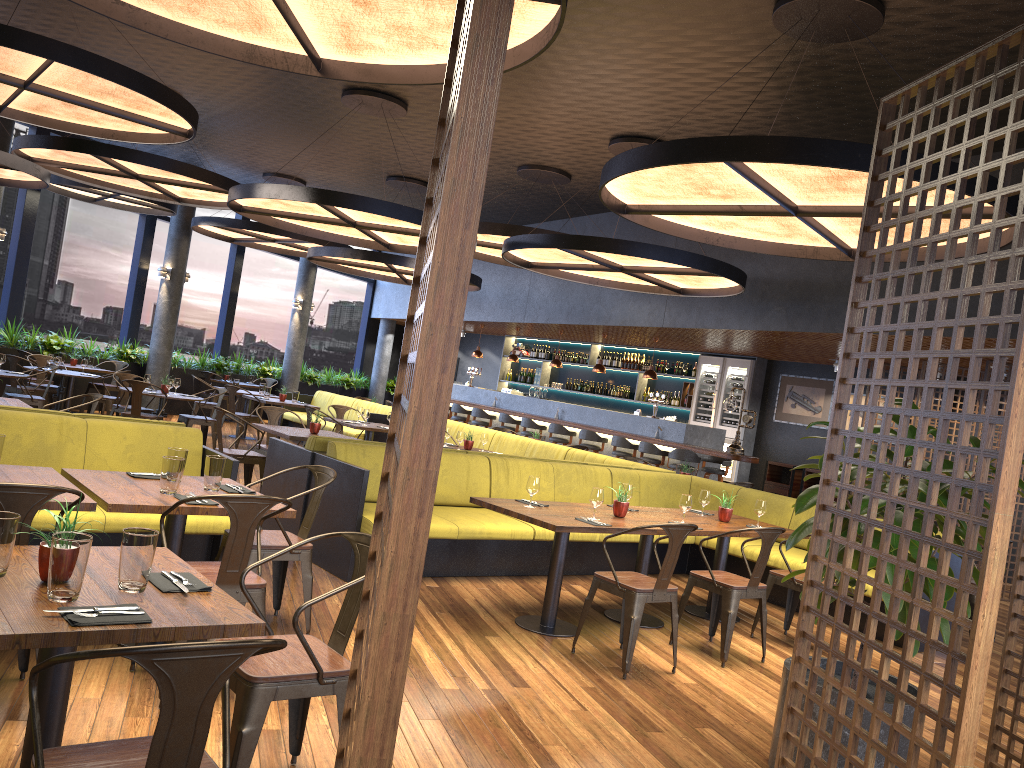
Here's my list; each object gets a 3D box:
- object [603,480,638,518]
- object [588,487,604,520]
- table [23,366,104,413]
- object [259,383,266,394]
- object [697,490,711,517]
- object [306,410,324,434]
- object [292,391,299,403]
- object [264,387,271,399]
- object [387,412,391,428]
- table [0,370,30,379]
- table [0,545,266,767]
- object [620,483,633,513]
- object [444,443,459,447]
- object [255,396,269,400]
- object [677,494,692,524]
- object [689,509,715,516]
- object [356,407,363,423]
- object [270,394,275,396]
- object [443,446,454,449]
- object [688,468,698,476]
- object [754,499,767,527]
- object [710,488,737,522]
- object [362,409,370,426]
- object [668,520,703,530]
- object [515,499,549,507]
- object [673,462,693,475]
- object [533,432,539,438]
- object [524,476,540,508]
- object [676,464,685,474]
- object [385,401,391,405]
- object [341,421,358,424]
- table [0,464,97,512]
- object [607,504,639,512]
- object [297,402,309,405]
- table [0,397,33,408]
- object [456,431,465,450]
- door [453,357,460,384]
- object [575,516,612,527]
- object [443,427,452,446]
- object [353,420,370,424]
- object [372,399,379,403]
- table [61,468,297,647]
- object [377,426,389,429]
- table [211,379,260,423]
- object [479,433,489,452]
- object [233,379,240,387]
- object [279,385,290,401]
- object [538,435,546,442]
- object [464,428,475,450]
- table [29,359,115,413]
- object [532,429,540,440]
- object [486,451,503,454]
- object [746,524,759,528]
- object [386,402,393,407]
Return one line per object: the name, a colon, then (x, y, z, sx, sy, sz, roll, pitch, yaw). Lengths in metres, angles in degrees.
object: (0.773, 0.792, 6.195, 0.238, 0.271, 0.260, 9, 0, -17)
object: (0.554, 0.791, 5.863, 0.097, 0.206, 0.097, 9, 0, 7)
table: (-6.274, 0.206, 12.303, 1.007, 0.760, 1.007, 9, 0, 45)
object: (-4.148, 0.077, 14.722, 0.102, 0.178, 0.102, 9, 0, 27)
object: (1.536, 0.953, 7.093, 0.097, 0.206, 0.097, 9, 0, 7)
object: (-1.972, 0.361, 8.893, 0.260, 0.271, 0.238, 9, 0, -3)
object: (-3.350, 0.202, 13.713, 0.102, 0.178, 0.102, 9, 0, 17)
object: (-3.762, 0.136, 13.634, 0.102, 0.178, 0.102, 9, 0, -33)
object: (-1.572, 0.468, 11.457, 0.097, 0.206, 0.097, 9, 0, 43)
table: (-6.224, 0.208, 10.306, 1.007, 0.760, 1.007, 9, 0, 19)
table: (-1.386, 0.959, 2.608, 0.887, 0.763, 0.906, 9, 0, -39)
object: (0.836, 0.839, 6.526, 0.097, 0.206, 0.097, 9, 0, 7)
object: (-0.703, 0.699, 10.233, 0.157, 0.019, 0.255, 9, 0, -32)
object: (-3.804, 0.209, 13.462, 0.157, 0.019, 0.255, 9, 0, -39)
object: (1.254, 0.905, 6.431, 0.097, 0.206, 0.097, 9, 0, 7)
object: (1.553, 1.051, 7.264, 0.157, 0.019, 0.255, 9, 0, -38)
object: (-1.991, 0.402, 11.551, 0.097, 0.206, 0.097, 9, 0, 43)
object: (-4.070, 0.171, 14.860, 0.157, 0.019, 0.255, 9, 0, -39)
object: (-0.752, 0.690, 9.761, 0.255, 0.019, 0.157, 9, 0, -36)
object: (2.074, 1.060, 10.199, 0.102, 0.178, 0.102, 9, 0, 37)
object: (1.955, 1.020, 6.999, 0.097, 0.206, 0.097, 9, 0, 7)
object: (1.678, 0.939, 6.929, 0.238, 0.271, 0.260, 9, 0, -17)
object: (-1.852, 0.423, 11.239, 0.097, 0.206, 0.097, 9, 0, -38)
object: (1.208, 0.993, 6.260, 0.157, 0.019, 0.255, 9, 0, -38)
object: (0.153, 0.823, 6.129, 0.157, 0.019, 0.255, 9, 0, -38)
object: (2.017, 1.004, 10.331, 0.260, 0.271, 0.238, 9, 0, -37)
object: (0.339, 0.790, 12.688, 0.102, 0.178, 0.102, 9, 0, -3)
object: (0.135, 0.725, 5.958, 0.097, 0.206, 0.097, 9, 0, 7)
object: (1.998, 1.049, 10.567, 0.102, 0.178, 0.102, 9, 0, 37)
object: (-2.216, 0.390, 15.815, 0.102, 0.178, 0.102, 9, 0, -3)
object: (-2.036, 0.489, 11.271, 0.255, 0.019, 0.157, 9, 0, -38)
table: (-2.469, 0.790, 3.894, 0.887, 0.763, 0.906, 9, 0, -39)
object: (0.853, 0.937, 6.696, 0.157, 0.019, 0.255, 9, 0, -38)
object: (-3.272, 0.295, 13.852, 0.157, 0.019, 0.255, 9, 0, -39)
table: (-4.381, 0.493, 7.017, 0.887, 0.763, 0.906, 9, 0, -39)
object: (-0.570, 0.624, 9.722, 0.097, 0.206, 0.097, 9, 0, 0)
door: (-1.786, 0.304, 22.748, 0.137, 2.056, 1.012, 9, 0, -39)
object: (0.508, 0.879, 5.692, 0.157, 0.019, 0.255, 9, 0, -38)
object: (-0.739, 0.598, 10.067, 0.097, 0.206, 0.097, 9, 0, -14)
object: (-1.974, 0.500, 11.722, 0.157, 0.019, 0.255, 9, 0, -38)
object: (-2.403, 0.312, 15.400, 0.238, 0.271, 0.260, 9, 0, -33)
table: (-1.751, 0.907, 4.477, 0.887, 0.763, 0.906, 9, 0, -39)
object: (-1.619, 0.556, 11.285, 0.157, 0.019, 0.255, 9, 0, -38)
table: (-5.457, 0.354, 17.501, 0.887, 0.763, 0.906, 9, 0, 26)
object: (-0.320, 0.665, 10.121, 0.097, 0.206, 0.097, 9, 0, 3)
object: (-4.560, 0.011, 14.642, 0.102, 0.178, 0.102, 9, 0, 27)
object: (-3.507, 0.130, 13.650, 0.238, 0.271, 0.260, 9, 0, 0)
object: (0.407, 0.799, 12.307, 0.102, 0.178, 0.102, 9, 0, 37)
object: (-0.470, 0.604, 9.930, 0.238, 0.271, 0.260, 9, 0, -17)
table: (-7.079, 0.084, 14.169, 0.887, 0.763, 0.906, 9, 0, 26)
object: (0.345, 0.743, 12.464, 0.238, 0.271, 0.260, 9, 0, -17)
object: (-0.209, 0.777, 10.002, 0.255, 0.019, 0.157, 9, 0, -6)
object: (1.908, 1.107, 6.828, 0.157, 0.019, 0.255, 9, 0, -38)
object: (-2.138, 0.401, 15.398, 0.102, 0.178, 0.102, 9, 0, 37)
